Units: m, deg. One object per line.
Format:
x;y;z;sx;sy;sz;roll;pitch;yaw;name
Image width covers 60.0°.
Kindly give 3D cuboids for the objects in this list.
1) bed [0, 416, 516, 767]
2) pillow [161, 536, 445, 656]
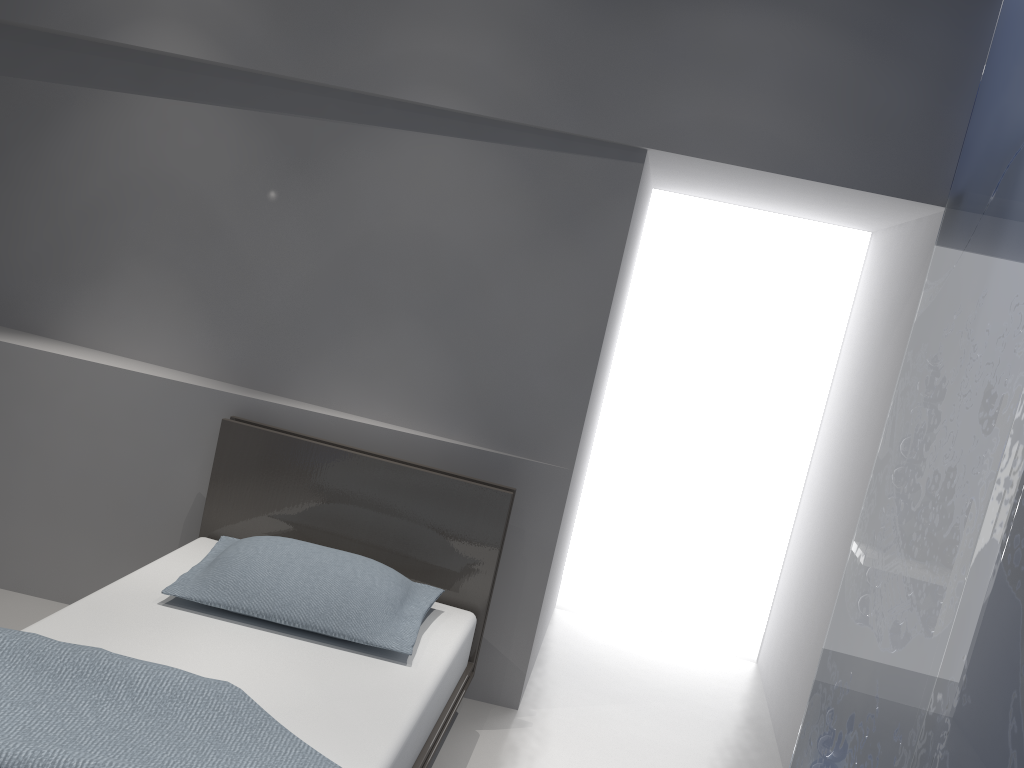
-0.789;0.699;1.947;1.411;0.752;2.319;13;8;8;bed
-0.592;0.590;2.632;0.746;0.173;0.417;13;8;3;pillow
